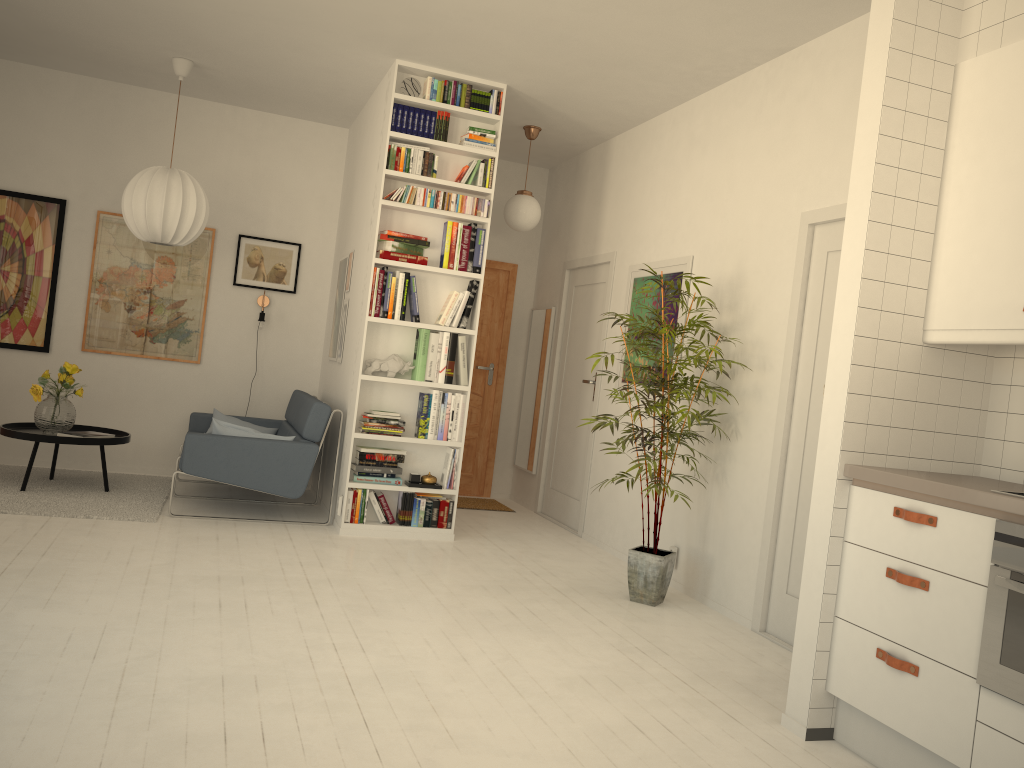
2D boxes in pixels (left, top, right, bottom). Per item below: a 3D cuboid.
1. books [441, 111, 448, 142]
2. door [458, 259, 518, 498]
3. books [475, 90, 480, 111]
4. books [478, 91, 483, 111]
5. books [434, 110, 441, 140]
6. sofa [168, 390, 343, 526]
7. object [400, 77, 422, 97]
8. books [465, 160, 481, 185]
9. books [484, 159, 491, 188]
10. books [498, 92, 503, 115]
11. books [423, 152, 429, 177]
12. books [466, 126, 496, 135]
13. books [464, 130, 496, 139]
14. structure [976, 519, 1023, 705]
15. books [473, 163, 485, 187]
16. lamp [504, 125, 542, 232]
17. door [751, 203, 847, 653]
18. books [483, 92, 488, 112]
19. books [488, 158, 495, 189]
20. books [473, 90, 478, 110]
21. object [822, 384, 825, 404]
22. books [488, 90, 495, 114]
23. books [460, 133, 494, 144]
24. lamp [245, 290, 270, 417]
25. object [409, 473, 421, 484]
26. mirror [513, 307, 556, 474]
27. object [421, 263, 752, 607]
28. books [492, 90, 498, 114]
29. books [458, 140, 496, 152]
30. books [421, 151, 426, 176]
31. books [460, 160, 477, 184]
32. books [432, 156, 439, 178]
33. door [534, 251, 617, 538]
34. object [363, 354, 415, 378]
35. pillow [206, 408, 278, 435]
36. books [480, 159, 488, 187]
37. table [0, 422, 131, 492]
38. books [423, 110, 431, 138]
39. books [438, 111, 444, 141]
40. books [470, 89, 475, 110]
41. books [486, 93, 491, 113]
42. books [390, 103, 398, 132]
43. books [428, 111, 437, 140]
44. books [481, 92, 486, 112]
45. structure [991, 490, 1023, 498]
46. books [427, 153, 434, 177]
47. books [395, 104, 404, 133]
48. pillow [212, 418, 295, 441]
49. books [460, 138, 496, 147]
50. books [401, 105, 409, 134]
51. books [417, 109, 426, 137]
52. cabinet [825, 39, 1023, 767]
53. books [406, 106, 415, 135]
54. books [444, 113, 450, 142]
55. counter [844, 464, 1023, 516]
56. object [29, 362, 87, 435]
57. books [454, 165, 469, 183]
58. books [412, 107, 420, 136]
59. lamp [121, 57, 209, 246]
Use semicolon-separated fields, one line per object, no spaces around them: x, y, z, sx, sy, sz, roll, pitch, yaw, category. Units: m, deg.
-0.452;-1.597;5.586;0.020;0.191;0.205;7;1;-19;books
-0.519;-0.077;7.571;0.930;2.033;0.159;7;0;-19;door
-0.236;-1.776;5.616;0.017;0.130;0.150;7;1;-19;books
-0.220;-1.774;5.622;0.017;0.130;0.150;7;1;-19;books
-0.493;-1.602;5.583;0.020;0.191;0.205;7;1;-19;books
-1.787;0.426;6.121;0.963;0.773;1.603;7;1;-19;sofa
-0.622;-1.818;5.455;0.131;0.131;0.131;7;1;-23;object
-0.268;-1.332;5.659;0.065;0.168;0.229;7;1;-19;books
-0.181;-1.331;5.688;0.014;0.188;0.218;7;1;-19;books
-0.113;-1.774;5.717;0.014;0.154;0.260;7;1;-19;books
-0.563;-1.356;5.562;0.024;0.155;0.207;7;1;-19;books
-0.209;-1.593;5.661;0.169;0.032;0.188;7;1;-14;books
-0.214;-1.569;5.643;0.179;0.016;0.208;7;1;-14;books
1.696;0.640;2.182;0.704;0.447;0.682;7;1;-19;structure
-0.226;-1.318;5.669;0.030;0.153;0.200;7;1;-19;books
0.105;-1.499;6.503;0.275;0.767;0.275;7;0;-25;lamp
1.489;0.213;3.852;0.166;2.033;0.955;7;0;-19;door
-0.187;-1.770;5.633;0.017;0.130;0.150;7;1;-19;books
-0.162;-1.334;5.692;0.022;0.198;0.212;7;1;-19;books
-0.253;-1.778;5.610;0.017;0.130;0.150;7;1;-19;books
1.312;0.038;3.176;0.439;0.612;0.093;7;0;-20;object
-0.150;-1.776;5.645;0.019;0.157;0.150;7;1;-19;books
-0.240;-1.548;5.659;0.173;0.030;0.199;6;1;-29;books
-2.142;-0.046;6.902;0.360;1.416;0.112;7;0;-19;lamp
-0.613;0.594;5.590;0.058;0.055;0.058;7;1;-19;object
0.181;0.042;7.442;0.029;1.370;0.500;7;0;-19;mirror
0.404;0.229;5.023;0.778;1.711;2.089;6;1;-38;object
-0.143;-1.778;5.688;0.020;0.156;0.229;7;1;-19;books
-0.237;-1.494;5.665;0.214;0.038;0.223;7;1;-19;books
-0.574;-1.359;5.538;0.013;0.159;0.176;7;1;-19;books
-0.304;-1.334;5.660;0.092;0.165;0.223;7;1;-19;books
-0.501;-1.343;5.569;0.020;0.145;0.189;7;1;-19;books
0.512;0.058;6.713;0.166;2.033;0.955;7;0;-19;door
-0.758;-0.116;5.508;0.311;0.150;0.137;7;1;-11;object
-2.037;0.342;6.699;0.539;0.277;0.157;7;0;-18;pillow
-0.203;-1.333;5.694;0.022;0.187;0.186;7;1;-19;books
-2.903;0.489;5.748;0.761;0.386;0.761;7;1;-3;table
-0.552;-1.603;5.552;0.034;0.179;0.188;7;1;-19;books
-0.473;-1.599;5.587;0.020;0.191;0.205;7;1;-19;books
-0.269;-1.779;5.605;0.017;0.130;0.150;7;1;-19;books
-0.170;-1.768;5.639;0.017;0.130;0.150;7;1;-19;books
-0.749;-1.625;5.484;0.034;0.179;0.188;7;1;-19;books
-0.519;-1.599;5.563;0.034;0.179;0.188;7;1;-19;books
-0.203;-1.772;5.628;0.017;0.130;0.150;7;1;-19;books
1.680;0.351;2.171;0.504;0.057;0.764;7;1;-19;structure
-0.530;-1.351;5.539;0.023;0.153;0.176;7;1;-19;books
-0.716;-1.621;5.495;0.034;0.179;0.188;7;1;-19;books
-1.628;0.397;5.490;0.533;0.353;0.141;7;0;-19;pillow
-0.232;-1.522;5.664;0.200;0.018;0.208;7;1;-19;books
-0.683;-1.618;5.506;0.034;0.179;0.188;7;1;-19;books
-0.585;-1.606;5.541;0.034;0.179;0.188;7;1;-19;books
1.142;-0.015;0.392;2.852;2.159;4.846;7;1;-19;cabinet
-0.650;-1.614;5.518;0.034;0.179;0.188;7;1;-19;books
-0.436;-1.595;5.603;0.020;0.191;0.205;7;1;-19;books
1.093;0.380;0.394;2.855;0.163;4.846;7;1;-19;counter
-2.953;0.087;5.744;0.291;0.471;0.361;7;1;19;object
-0.341;-1.320;5.661;0.073;0.129;0.200;7;1;-19;books
-0.618;-1.610;5.529;0.034;0.179;0.188;7;1;-19;books
-2.256;-1.539;5.892;0.536;1.229;0.536;7;0;15;lamp
